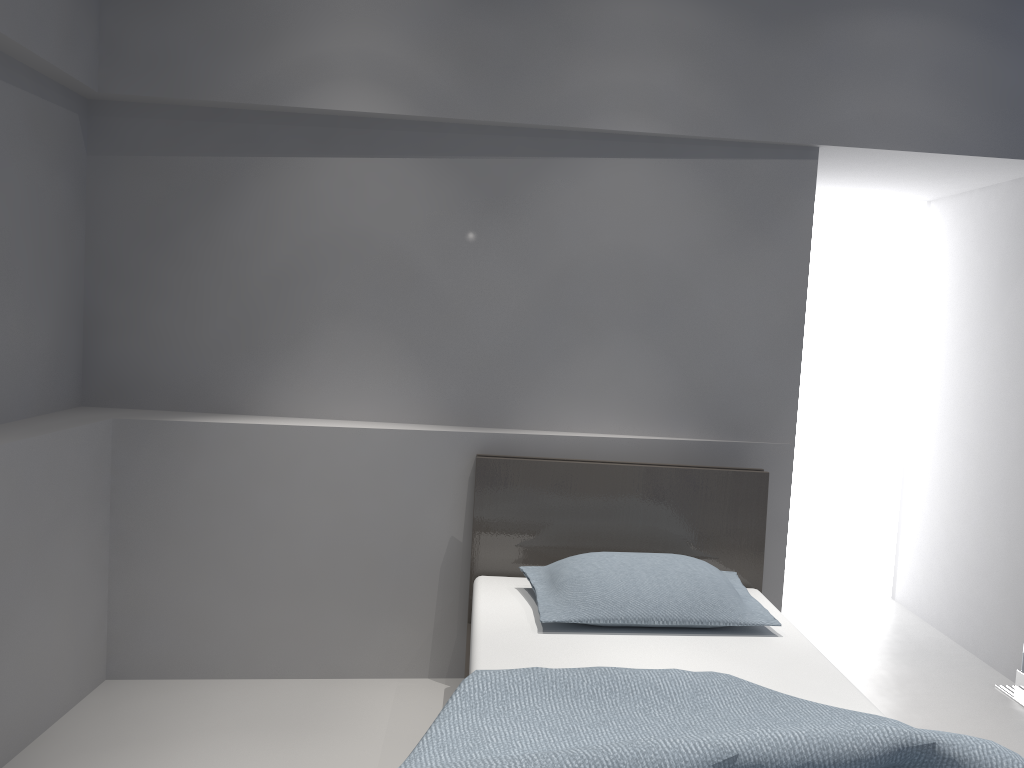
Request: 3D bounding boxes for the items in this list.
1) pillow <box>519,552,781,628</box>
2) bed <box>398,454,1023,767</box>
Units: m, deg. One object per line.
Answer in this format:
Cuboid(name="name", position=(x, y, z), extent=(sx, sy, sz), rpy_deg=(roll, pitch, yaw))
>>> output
Cuboid(name="pillow", position=(0.417, 0.629, 2.758), extent=(0.746, 0.173, 0.417), rpy_deg=(3, 4, -7))
Cuboid(name="bed", position=(0.372, 0.735, 2.046), extent=(1.411, 0.752, 2.319), rpy_deg=(3, 4, -2))
